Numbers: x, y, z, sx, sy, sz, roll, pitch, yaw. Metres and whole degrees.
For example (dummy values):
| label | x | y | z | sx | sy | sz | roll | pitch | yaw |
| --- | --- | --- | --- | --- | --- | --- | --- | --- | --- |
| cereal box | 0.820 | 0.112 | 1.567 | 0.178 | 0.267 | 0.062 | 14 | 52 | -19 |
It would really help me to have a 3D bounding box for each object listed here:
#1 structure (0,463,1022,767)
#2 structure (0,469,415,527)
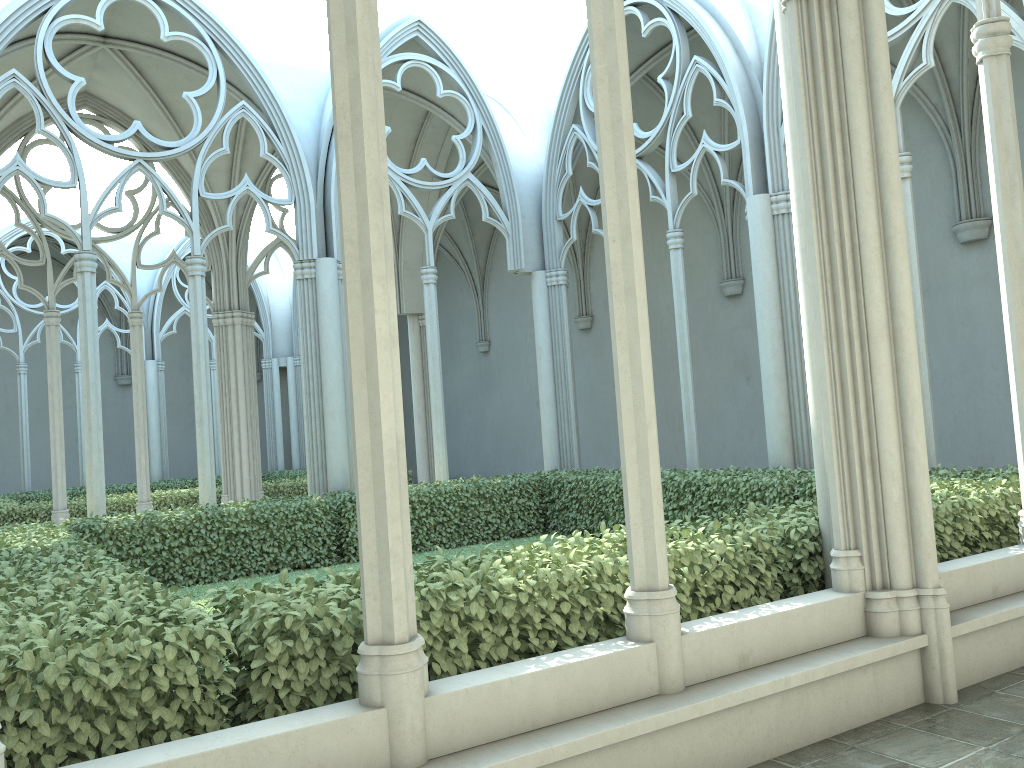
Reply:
| label | x | y | z | sx | sy | sz | roll | pitch | yaw |
| --- | --- | --- | --- | --- | --- | --- | --- | --- | --- |
| structure | -0.501 | 1.526 | 8.291 | 7.995 | 0.963 | 8.018 | -2 | -4 | -32 |
| structure | -7.381 | 2.608 | 19.345 | 7.995 | 0.963 | 8.018 | -2 | -4 | -32 |
